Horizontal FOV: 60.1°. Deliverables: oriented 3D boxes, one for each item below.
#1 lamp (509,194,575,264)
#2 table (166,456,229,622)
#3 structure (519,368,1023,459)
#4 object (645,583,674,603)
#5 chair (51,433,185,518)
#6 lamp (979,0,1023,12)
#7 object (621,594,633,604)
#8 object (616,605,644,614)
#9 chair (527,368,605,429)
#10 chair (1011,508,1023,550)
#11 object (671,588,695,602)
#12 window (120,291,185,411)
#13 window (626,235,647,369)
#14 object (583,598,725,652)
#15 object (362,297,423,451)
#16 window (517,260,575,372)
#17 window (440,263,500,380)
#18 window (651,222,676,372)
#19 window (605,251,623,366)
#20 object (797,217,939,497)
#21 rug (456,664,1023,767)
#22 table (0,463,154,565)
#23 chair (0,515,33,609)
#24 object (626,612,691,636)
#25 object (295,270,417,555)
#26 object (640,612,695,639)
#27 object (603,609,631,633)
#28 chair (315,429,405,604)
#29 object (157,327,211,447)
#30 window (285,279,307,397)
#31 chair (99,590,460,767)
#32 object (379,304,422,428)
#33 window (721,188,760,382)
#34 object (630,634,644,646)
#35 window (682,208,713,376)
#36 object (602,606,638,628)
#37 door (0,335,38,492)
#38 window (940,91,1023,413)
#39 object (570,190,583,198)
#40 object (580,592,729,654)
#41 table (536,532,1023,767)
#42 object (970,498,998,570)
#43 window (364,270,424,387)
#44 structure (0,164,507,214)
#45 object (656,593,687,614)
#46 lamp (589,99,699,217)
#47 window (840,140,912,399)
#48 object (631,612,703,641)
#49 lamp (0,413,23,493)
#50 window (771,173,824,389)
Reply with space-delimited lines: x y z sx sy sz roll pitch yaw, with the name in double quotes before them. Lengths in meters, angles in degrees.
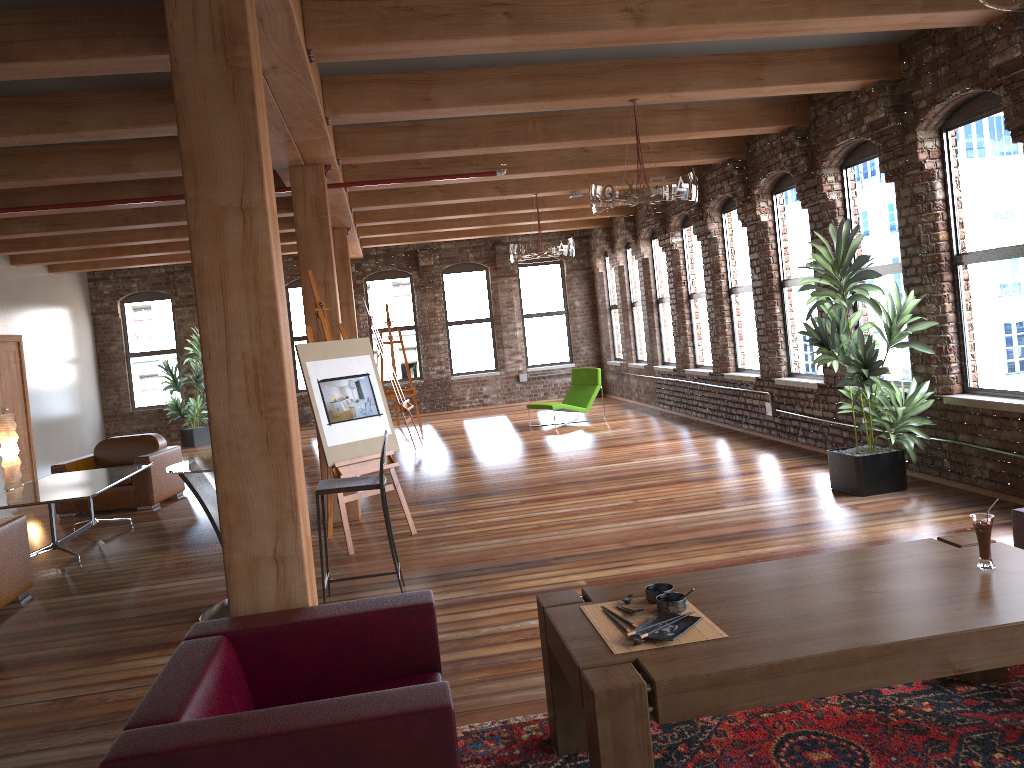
"lamp" 0.340 -1.936 10.924 0.808 0.814 0.812 -4 3 28
"table" -1.619 0.907 5.252 0.721 0.923 0.723 -5 2 17
"structure" 2.682 0.136 10.787 1.635 0.313 13.713 -7 4 -15
"object" 0.507 0.719 3.037 0.098 0.043 0.099 -5 3 18
"chair" -4.292 0.973 9.699 1.063 0.734 0.832 -6 3 2
"lamp" 1.577 -1.492 2.238 0.808 0.814 0.812 -4 3 33
"object" 0.396 0.741 3.036 0.018 0.021 0.059 -4 4 34
"object" 0.390 0.743 2.944 0.045 0.030 0.153 -7 4 -23
"chair" 0.787 0.200 13.275 0.958 0.795 0.679 -7 3 -33
"chair" 2.555 0.783 3.143 0.866 0.592 1.072 -6 3 -8
"object" 0.545 0.697 2.899 0.045 0.079 0.137 -7 3 -43
"window" -6.645 -0.627 16.397 0.969 2.167 0.086 -6 1 -8
"window" 2.100 -1.385 14.943 0.232 2.213 0.969 -6 2 -8
"object" 0.439 0.761 2.850 0.332 0.003 0.471 -6 4 -8
"object" -1.717 -0.154 12.194 0.685 2.138 0.662 -6 1 2
"window" 0.642 -1.396 17.364 0.969 2.216 0.219 -6 1 -8
"window" -0.822 -1.236 17.156 0.969 2.216 0.219 -6 1 -8
"window" 2.307 -1.311 13.490 0.233 2.213 0.969 -6 2 -8
"window" 1.890 -1.461 16.422 0.232 2.213 0.969 -6 2 -8
"object" 2.714 -0.230 6.890 0.966 2.101 1.082 -6 2 5
"rug" 1.022 1.249 2.924 2.463 0.009 1.345 -6 4 -8
"table" -3.810 1.143 7.680 0.940 0.559 1.873 -6 4 -8
"chair" -3.866 1.188 5.761 1.064 0.734 0.831 -6 3 -8
"object" 0.459 0.743 2.751 0.271 0.008 0.007 -8 3 -34
"object" -1.305 0.152 6.881 0.683 2.138 0.704 -5 2 42
"object" 0.483 0.741 2.736 0.271 0.008 0.007 -9 4 -42
"object" 0.337 0.765 2.866 0.007 0.008 0.270 -6 4 -12
"chair" -0.914 0.801 5.262 0.467 0.981 0.430 -6 2 -8
"object" -5.726 0.037 15.731 1.082 2.101 0.965 -7 2 -30
"window" -3.715 -0.915 16.745 0.969 2.225 0.221 -6 1 -8
"chair" -0.615 1.129 2.717 0.866 0.592 1.072 -6 3 -8
"object" -2.002 -0.312 15.036 0.662 2.138 0.685 -6 1 -13
"window" 2.722 -1.163 10.588 0.236 2.213 0.969 -6 2 -8
"object" 0.375 0.769 2.647 0.018 0.021 0.059 -7 4 -21
"window" 2.512 -1.237 12.040 0.230 2.213 0.969 -6 2 -8
"object" 0.350 0.761 2.905 0.007 0.008 0.270 -6 4 -18
"door" -7.015 0.375 12.353 0.226 2.118 1.031 -6 2 -8
"window" 3.342 -0.940 6.229 0.235 2.213 0.969 -6 2 -8
"object" 0.798 -2.369 11.026 0.145 0.072 0.147 -6 3 -8
"object" 0.441 0.761 2.851 0.352 0.001 0.470 -6 4 -8
"table" 1.040 0.973 2.932 1.751 0.549 0.901 -6 3 -8
"object" 1.627 0.515 3.036 0.095 0.232 0.076 -5 2 25
"window" -2.271 -1.073 16.949 0.969 2.225 0.221 -6 1 -8
"structure" -3.404 -1.731 8.187 6.812 0.112 0.051 -6 2 -8
"object" 0.527 0.724 2.921 0.098 0.043 0.099 -4 4 30
"lamp" 0.953 -1.716 6.620 0.808 0.814 0.812 -4 3 35
"window" 3.135 -1.014 7.682 0.235 2.213 0.969 -6 2 -8
"object" 0.478 0.754 2.739 0.154 0.018 0.213 -3 5 37
"lamp" -6.027 0.896 10.676 0.260 1.113 0.271 -5 2 37
"window" 2.927 -1.089 9.135 0.232 2.213 0.969 -6 2 -8
